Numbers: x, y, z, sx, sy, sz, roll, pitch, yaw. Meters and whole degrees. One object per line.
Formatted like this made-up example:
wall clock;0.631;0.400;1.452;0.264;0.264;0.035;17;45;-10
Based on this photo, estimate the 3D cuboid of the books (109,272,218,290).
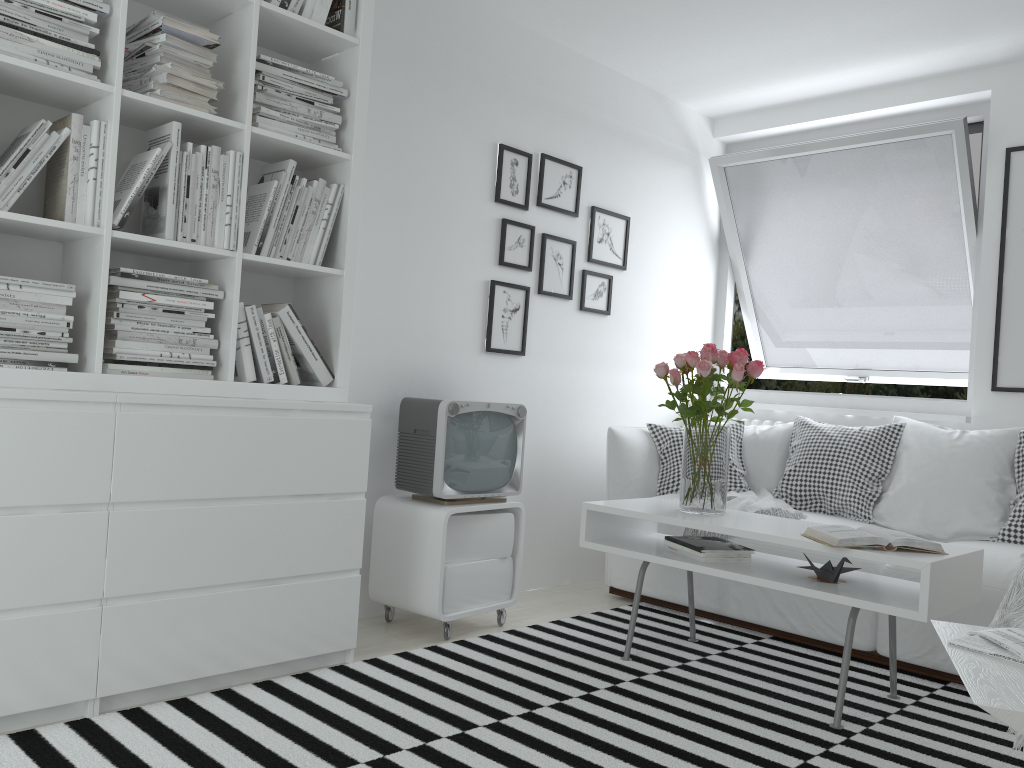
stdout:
books;-1.022;-0.294;2.570;0.159;0.012;0.285;3;-1;44

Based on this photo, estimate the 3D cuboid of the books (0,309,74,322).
books;-1.324;-0.183;2.305;0.182;0.016;0.288;3;-1;44

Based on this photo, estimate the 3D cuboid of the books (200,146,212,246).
books;-0.945;-0.544;2.619;0.182;0.288;0.016;3;-1;44

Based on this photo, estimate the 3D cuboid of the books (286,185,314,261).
books;-0.732;-0.510;2.870;0.167;0.258;0.085;3;-1;44

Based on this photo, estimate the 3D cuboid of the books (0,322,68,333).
books;-1.309;-0.150;2.290;0.161;0.012;0.254;3;-1;44

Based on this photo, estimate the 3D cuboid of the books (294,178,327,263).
books;-0.709;-0.526;2.911;0.180;0.293;0.103;3;-1;44

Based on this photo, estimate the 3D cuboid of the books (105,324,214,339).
books;-1.048;-0.152;2.587;0.182;0.016;0.288;3;-1;44

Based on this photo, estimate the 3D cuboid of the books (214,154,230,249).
books;-0.902;-0.533;2.640;0.174;0.273;0.021;3;-1;44

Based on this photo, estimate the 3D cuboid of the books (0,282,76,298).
books;-1.311;-0.246;2.290;0.182;0.016;0.288;3;-1;44

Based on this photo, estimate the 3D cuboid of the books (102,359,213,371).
books;-1.079;-0.059;2.594;0.312;0.012;0.251;4;-1;-45

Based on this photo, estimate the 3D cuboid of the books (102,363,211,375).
books;-1.076;-0.045;2.586;0.232;0.014;0.308;3;-1;42

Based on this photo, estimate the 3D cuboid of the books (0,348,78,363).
books;-1.324;-0.079;2.288;0.176;0.025;0.331;3;-1;44

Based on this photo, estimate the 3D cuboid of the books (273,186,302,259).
books;-0.754;-0.508;2.832;0.161;0.249;0.078;3;-1;44

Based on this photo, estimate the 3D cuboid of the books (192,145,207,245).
books;-0.957;-0.545;2.608;0.182;0.288;0.016;3;-1;44

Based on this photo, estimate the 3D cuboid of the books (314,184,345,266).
books;-0.649;-0.517;2.934;0.182;0.282;0.090;3;-1;44

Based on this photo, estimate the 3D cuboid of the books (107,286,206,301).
books;-1.043;-0.258;2.566;0.161;0.013;0.254;3;-1;44

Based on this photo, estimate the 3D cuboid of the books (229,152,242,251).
books;-0.869;-0.539;2.657;0.182;0.288;0.016;3;-1;44

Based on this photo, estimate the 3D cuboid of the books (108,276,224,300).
books;-1.033;-0.276;2.575;0.176;0.025;0.331;3;-1;44

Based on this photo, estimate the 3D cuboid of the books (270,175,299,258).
books;-0.778;-0.526;2.842;0.182;0.282;0.090;3;-1;44

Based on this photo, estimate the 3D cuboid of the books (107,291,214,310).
books;-1.033;-0.240;2.568;0.174;0.021;0.273;3;-1;44

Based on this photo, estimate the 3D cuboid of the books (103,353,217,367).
books;-1.034;-0.070;2.567;0.182;0.016;0.288;3;-1;44

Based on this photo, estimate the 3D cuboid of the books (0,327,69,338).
books;-1.322;-0.138;2.286;0.159;0.012;0.285;3;-1;44

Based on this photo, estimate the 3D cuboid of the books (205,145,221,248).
books;-0.929;-0.546;2.635;0.180;0.296;0.028;3;-1;44

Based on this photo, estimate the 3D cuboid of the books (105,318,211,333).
books;-1.055;-0.169;2.580;0.182;0.016;0.288;3;-1;44

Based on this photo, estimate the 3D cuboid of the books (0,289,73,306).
books;-1.311;-0.227;2.291;0.174;0.021;0.273;3;-1;44

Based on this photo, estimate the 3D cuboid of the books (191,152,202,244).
books;-0.959;-0.533;2.586;0.167;0.263;0.017;3;-1;44

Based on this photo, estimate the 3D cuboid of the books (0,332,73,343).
books;-1.301;-0.125;2.296;0.161;0.013;0.256;3;-1;44

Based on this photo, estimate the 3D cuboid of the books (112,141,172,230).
books;-1.054;-0.548;2.472;0.159;0.263;0.131;3;-1;44

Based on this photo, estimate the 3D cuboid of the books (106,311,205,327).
books;-1.050;-0.185;2.564;0.167;0.017;0.263;3;-1;44

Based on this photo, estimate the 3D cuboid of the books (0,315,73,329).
books;-1.309;-0.165;2.301;0.167;0.017;0.263;3;-1;44

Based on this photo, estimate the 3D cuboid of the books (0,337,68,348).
books;-1.336;-0.112;2.296;0.182;0.016;0.288;3;-1;44

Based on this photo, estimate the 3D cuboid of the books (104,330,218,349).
books;-1.041;-0.129;2.596;0.180;0.028;0.296;3;-1;44

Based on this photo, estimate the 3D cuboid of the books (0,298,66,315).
books;-1.338;-0.205;2.287;0.180;0.028;0.296;3;-1;44

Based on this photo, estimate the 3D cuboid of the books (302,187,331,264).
books;-0.692;-0.513;2.923;0.174;0.269;0.091;3;-1;44

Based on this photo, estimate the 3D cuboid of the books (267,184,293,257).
books;-0.781;-0.510;2.818;0.161;0.248;0.078;3;-1;44

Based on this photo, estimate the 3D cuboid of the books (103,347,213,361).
books;-1.045;-0.087;2.571;0.182;0.016;0.288;3;-1;44

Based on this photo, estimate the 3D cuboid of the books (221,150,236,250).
books;-0.888;-0.542;2.654;0.182;0.288;0.016;3;-1;44

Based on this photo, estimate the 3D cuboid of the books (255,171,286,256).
books;-0.797;-0.527;2.786;0.159;0.278;0.085;3;-1;44

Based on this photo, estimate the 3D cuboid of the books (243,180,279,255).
books;-0.814;-0.511;2.776;0.161;0.248;0.077;3;-1;44

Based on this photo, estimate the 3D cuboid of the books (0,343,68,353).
books;-1.314;-0.097;2.297;0.161;0.013;0.254;3;-1;44

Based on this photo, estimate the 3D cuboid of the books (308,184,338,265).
books;-0.672;-0.519;2.934;0.182;0.282;0.090;3;-1;44

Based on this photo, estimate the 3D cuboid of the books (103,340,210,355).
books;-1.045;-0.106;2.570;0.174;0.021;0.273;3;-1;44

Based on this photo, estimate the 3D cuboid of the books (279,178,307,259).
books;-0.748;-0.522;2.850;0.159;0.278;0.085;3;-1;44

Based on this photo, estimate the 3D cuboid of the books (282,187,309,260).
books;-0.738;-0.506;2.852;0.161;0.248;0.077;3;-1;44

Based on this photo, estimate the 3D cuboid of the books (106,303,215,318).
books;-1.034;-0.211;2.576;0.159;0.012;0.285;3;-1;44

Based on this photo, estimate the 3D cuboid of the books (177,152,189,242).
books;-0.979;-0.531;2.550;0.161;0.256;0.013;3;-1;44

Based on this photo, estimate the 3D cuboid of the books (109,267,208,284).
books;-1.035;-0.308;2.562;0.161;0.012;0.254;3;-1;44

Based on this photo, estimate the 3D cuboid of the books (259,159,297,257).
books;-0.785;-0.547;2.812;0.176;0.325;0.109;3;-1;44

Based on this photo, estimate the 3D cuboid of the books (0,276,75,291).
books;-1.306;-0.262;2.278;0.182;0.016;0.288;3;-1;44

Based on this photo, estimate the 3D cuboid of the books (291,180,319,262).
books;-0.727;-0.521;2.895;0.182;0.282;0.090;3;-1;44

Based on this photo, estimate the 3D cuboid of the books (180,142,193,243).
books;-0.976;-0.545;2.565;0.159;0.285;0.012;3;-1;44

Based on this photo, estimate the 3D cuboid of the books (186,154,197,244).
books;-0.964;-0.529;2.569;0.161;0.254;0.012;3;-1;44
